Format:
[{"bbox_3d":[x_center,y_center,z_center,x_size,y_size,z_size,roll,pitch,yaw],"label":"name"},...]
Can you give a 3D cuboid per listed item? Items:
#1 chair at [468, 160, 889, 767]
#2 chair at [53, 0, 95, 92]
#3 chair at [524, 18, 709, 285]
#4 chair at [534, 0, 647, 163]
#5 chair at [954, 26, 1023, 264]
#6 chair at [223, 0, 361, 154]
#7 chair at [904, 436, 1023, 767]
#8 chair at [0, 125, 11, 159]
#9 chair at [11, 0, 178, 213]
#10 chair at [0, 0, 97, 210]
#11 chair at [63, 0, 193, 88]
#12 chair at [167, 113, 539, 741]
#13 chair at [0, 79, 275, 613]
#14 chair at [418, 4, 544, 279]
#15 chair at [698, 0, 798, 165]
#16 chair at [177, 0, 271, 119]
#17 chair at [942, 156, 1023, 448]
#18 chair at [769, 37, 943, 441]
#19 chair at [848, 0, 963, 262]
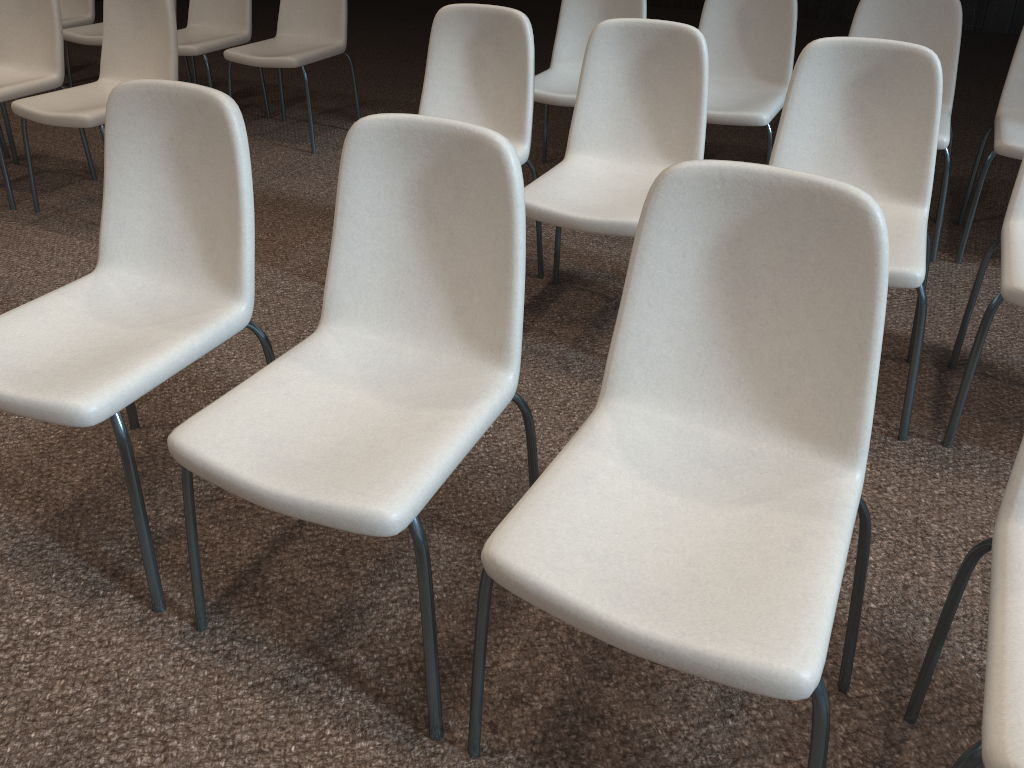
[{"bbox_3d":[0.270,0.176,1.305,0.539,0.847,0.584,14,30,25],"label":"chair"},{"bbox_3d":[-2.733,-2.116,5.127,0.537,0.847,0.586,12,29,22],"label":"chair"},{"bbox_3d":[0.299,-0.572,2.565,0.538,0.847,0.586,13,29,23],"label":"chair"},{"bbox_3d":[0.307,-1.298,3.789,0.537,0.847,0.586,12,29,22],"label":"chair"},{"bbox_3d":[1.950,-0.870,3.088,0.538,0.847,0.586,13,29,23],"label":"chair"},{"bbox_3d":[-1.112,-1.689,4.429,0.537,0.847,0.586,12,29,22],"label":"chair"},{"bbox_3d":[0.814,0.339,1.036,0.538,0.847,0.585,14,30,24],"label":"chair"},{"bbox_3d":[-2.733,-1.432,3.975,0.537,0.847,0.586,12,29,22],"label":"chair"},{"bbox_3d":[-1.610,-1.127,3.474,0.539,0.847,0.585,14,30,25],"label":"chair"},{"bbox_3d":[-2.187,-1.268,3.705,0.537,0.847,0.586,12,29,22],"label":"chair"},{"bbox_3d":[-2.164,-1.977,4.899,0.538,0.847,0.586,13,29,23],"label":"chair"},{"bbox_3d":[-0.254,0.029,1.545,0.538,0.847,0.586,13,30,23],"label":"chair"},{"bbox_3d":[-0.808,-0.118,1.785,0.538,0.847,0.586,13,29,23],"label":"chair"},{"bbox_3d":[-0.209,-0.725,2.817,0.539,0.847,0.585,14,30,24],"label":"chair"},{"bbox_3d":[0.872,-1.158,3.560,0.539,0.847,0.585,14,30,25],"label":"chair"},{"bbox_3d":[-1.669,-1.837,4.670,0.537,0.847,0.586,12,29,22],"label":"chair"},{"bbox_3d":[1.411,-0.274,2.077,0.538,0.847,0.586,13,30,23],"label":"chair"},{"bbox_3d":[0.850,-0.413,2.304,0.538,0.847,0.586,13,29,23],"label":"chair"},{"bbox_3d":[1.410,-1.001,3.302,0.538,0.847,0.585,13,30,23],"label":"chair"}]
